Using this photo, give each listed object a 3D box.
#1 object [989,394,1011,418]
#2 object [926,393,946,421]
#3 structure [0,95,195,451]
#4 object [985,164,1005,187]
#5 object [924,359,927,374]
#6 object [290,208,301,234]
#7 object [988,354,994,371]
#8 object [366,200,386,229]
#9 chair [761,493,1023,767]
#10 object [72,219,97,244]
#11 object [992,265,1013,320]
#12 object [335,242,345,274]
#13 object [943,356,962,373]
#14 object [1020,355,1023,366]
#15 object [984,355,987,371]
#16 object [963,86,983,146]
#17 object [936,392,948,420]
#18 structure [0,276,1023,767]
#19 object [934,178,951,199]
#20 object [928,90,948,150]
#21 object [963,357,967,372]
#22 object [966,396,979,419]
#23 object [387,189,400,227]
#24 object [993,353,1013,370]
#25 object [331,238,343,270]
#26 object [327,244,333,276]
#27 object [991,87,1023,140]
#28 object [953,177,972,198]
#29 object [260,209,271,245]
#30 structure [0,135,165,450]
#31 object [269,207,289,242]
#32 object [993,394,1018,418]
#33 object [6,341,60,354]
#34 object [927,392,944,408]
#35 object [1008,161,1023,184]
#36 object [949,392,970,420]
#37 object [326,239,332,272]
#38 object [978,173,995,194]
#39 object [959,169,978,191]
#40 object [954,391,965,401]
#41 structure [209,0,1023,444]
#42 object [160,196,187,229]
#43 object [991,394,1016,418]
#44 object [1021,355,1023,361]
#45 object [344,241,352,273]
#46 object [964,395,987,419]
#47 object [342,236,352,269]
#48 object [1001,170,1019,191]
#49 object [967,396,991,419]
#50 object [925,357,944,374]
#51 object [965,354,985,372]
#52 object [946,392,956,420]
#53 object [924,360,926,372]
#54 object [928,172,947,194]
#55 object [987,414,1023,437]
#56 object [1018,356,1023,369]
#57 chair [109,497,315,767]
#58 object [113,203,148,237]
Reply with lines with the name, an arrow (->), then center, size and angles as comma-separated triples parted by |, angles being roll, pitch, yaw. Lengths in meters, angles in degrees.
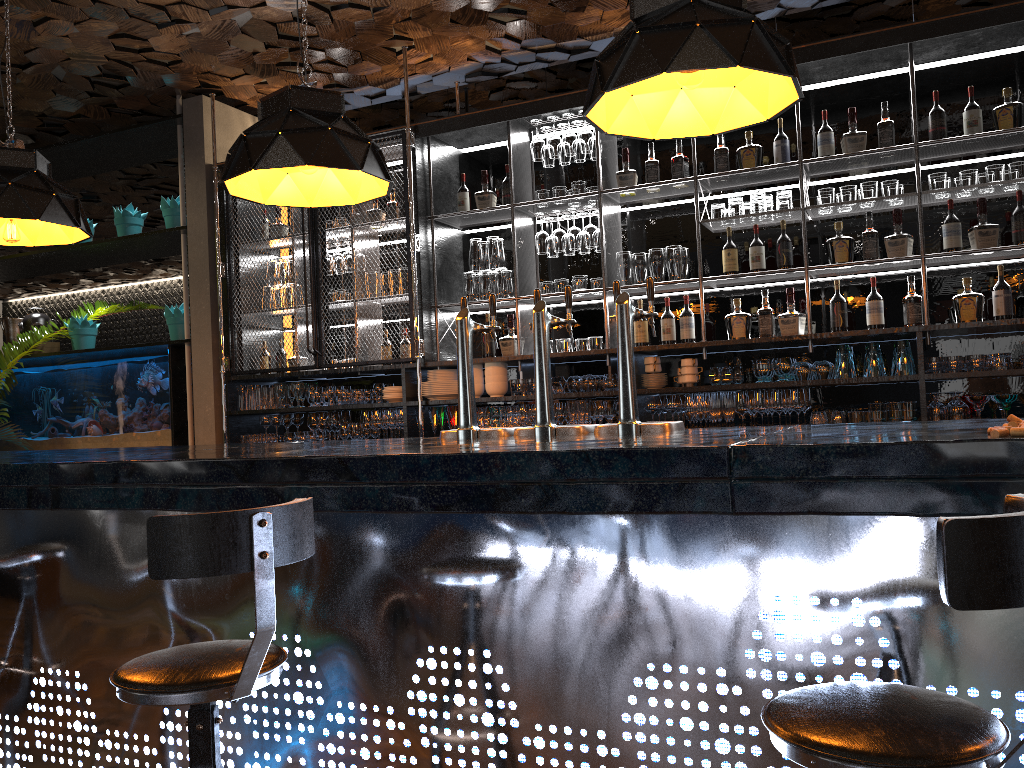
object -> 2.503, 0.129, 4.533 | 0.106, 0.148, 0.106 | -2, -2, -26
object -> 2.107, 0.132, 4.407 | 0.089, 0.174, 0.089 | -2, -2, -15
structure -> -4.060, -0.210, 7.441 | 4.269, 3.734, 0.705 | -3, -2, 24
object -> 2.416, -1.042, 4.432 | 0.089, 0.092, 0.089 | -2, -2, -26
object -> 2.148, -0.091, 4.513 | 0.084, 0.082, 0.084 | -3, -2, 1
object -> -1.541, -1.160, 6.311 | 0.075, 0.261, 0.075 | -2, -2, -17
object -> 2.405, -0.107, 4.398 | 0.084, 0.082, 0.084 | -4, -2, 31
object -> -0.925, -1.181, 6.029 | 0.108, 0.244, 0.108 | -3, -2, 13
chair -> 0.557, 0.717, 1.239 | 0.476, 1.108, 0.419 | -4, -2, 39
object -> -3.459, -1.203, 7.088 | 0.265, 0.325, 0.245 | -2, -2, -11
object -> 2.481, -0.454, 4.490 | 0.086, 0.298, 0.086 | -2, -2, -17
object -> -1.215, -0.882, 6.228 | 0.081, 0.213, 0.081 | -4, -2, 30
object -> 2.184, -0.096, 4.392 | 0.084, 0.082, 0.084 | -3, -2, 25
object -> 2.558, -0.109, 4.368 | 0.098, 0.070, 0.088 | -1, -2, -42
object -> 2.329, -0.102, 4.432 | 0.084, 0.082, 0.084 | -1, -2, -38
object -> 2.370, -1.384, 4.565 | 0.086, 0.298, 0.086 | -2, -2, -17
object -> 2.156, 0.132, 4.489 | 0.089, 0.174, 0.089 | -2, -2, -15
structure -> -0.201, 0.504, 2.764 | 6.009, 1.685, 1.214 | -3, -2, 24
object -> 2.262, -1.028, 4.664 | 0.089, 0.092, 0.089 | -2, -2, -21
object -> 2.209, -1.375, 4.608 | 0.086, 0.299, 0.086 | -2, -2, -17
object -> 2.350, -0.100, 4.528 | 0.084, 0.082, 0.084 | -3, -2, 22
object -> 2.353, 0.135, 4.473 | 0.106, 0.148, 0.106 | -2, -2, -33
object -> -0.801, -1.190, 5.971 | 0.073, 0.246, 0.072 | -3, -2, 9
object -> 2.380, -0.108, 4.301 | 0.084, 0.082, 0.084 | -3, -2, 7
object -> -1.196, -0.888, 6.062 | 0.081, 0.213, 0.081 | -4, -2, 30
object -> -1.302, -0.877, 6.268 | 0.081, 0.213, 0.081 | -4, -2, 30
object -> 2.504, -1.366, 4.470 | 0.094, 0.248, 0.151 | -1, -2, -37
object -> 2.366, -1.033, 4.654 | 0.089, 0.092, 0.089 | -3, -2, 10
object -> -1.796, -1.144, 6.454 | 0.075, 0.260, 0.075 | -2, -2, -17
structure -> -4.645, -0.127, 6.374 | 1.873, 3.561, 4.073 | -3, -2, 26
object -> -1.670, -1.143, 6.353 | 0.108, 0.244, 0.108 | -3, -2, 13
object -> 2.410, 0.128, 4.321 | 0.106, 0.148, 0.106 | -4, -2, 34
object -> -3.991, -0.273, 7.399 | 0.320, 0.135, 0.250 | -3, -2, 25
object -> 2.185, 0.133, 4.580 | 0.089, 0.174, 0.089 | -2, -2, -15
object -> 2.510, -1.047, 4.396 | 0.089, 0.092, 0.089 | -3, -2, 10
object -> 2.229, 0.127, 4.417 | 0.089, 0.174, 0.089 | -2, -2, -15
object -> -1.274, -0.883, 6.097 | 0.081, 0.213, 0.081 | -4, -2, 30
object -> 2.452, -1.039, 4.588 | 0.089, 0.092, 0.089 | -3, -2, 10
object -> 2.326, -1.035, 4.514 | 0.089, 0.092, 0.089 | -3, -2, 24
object -> 2.303, 0.128, 4.597 | 0.089, 0.174, 0.089 | -2, -2, -15
structure -> 1.052, -0.429, 4.921 | 6.750, 3.553, 1.143 | -3, -2, 24
object -> -2.511, -1.260, 6.659 | 0.265, 0.325, 0.245 | -3, -2, 18
object -> 2.458, 0.128, 4.427 | 0.106, 0.148, 0.106 | -1, -2, -37
object -> 2.516, -0.109, 4.280 | 0.098, 0.070, 0.088 | -2, -2, -30
object -> -1.136, -0.887, 6.193 | 0.081, 0.213, 0.081 | -4, -2, 30
object -> 2.399, 0.135, 4.581 | 0.106, 0.148, 0.106 | -4, -2, 43
object -> -1.113, -0.893, 6.024 | 0.081, 0.213, 0.081 | -4, -2, 30
object -> 2.556, -1.045, 4.554 | 0.089, 0.092, 0.089 | -2, -2, -26
object -> 2.302, 0.134, 4.367 | 0.106, 0.148, 0.106 | -4, -2, 43
object -> 2.111, -0.092, 4.428 | 0.084, 0.082, 0.084 | -3, -2, 17
object -> 2.272, -0.101, 4.350 | 0.084, 0.082, 0.084 | -4, -2, 42
object -> 2.249, 0.128, 4.515 | 0.089, 0.174, 0.089 | -2, -2, -15
object -> 2.184, -0.090, 4.599 | 0.084, 0.082, 0.084 | -3, -2, -2
object -> 2.183, -1.028, 4.547 | 0.089, 0.092, 0.089 | -3, -2, 10
object -> 1.080, 0.083, 1.799 | 0.377, 0.045, 0.198 | -2, -2, -27
object -> 2.602, -0.109, 4.458 | 0.088, 0.070, 0.098 | -3, -2, 9
chair -> -0.570, 0.782, 1.697 | 0.476, 1.108, 0.419 | -4, -2, 39
object -> -2.949, -1.234, 6.861 | 0.244, 0.325, 0.255 | -1, -2, -39
